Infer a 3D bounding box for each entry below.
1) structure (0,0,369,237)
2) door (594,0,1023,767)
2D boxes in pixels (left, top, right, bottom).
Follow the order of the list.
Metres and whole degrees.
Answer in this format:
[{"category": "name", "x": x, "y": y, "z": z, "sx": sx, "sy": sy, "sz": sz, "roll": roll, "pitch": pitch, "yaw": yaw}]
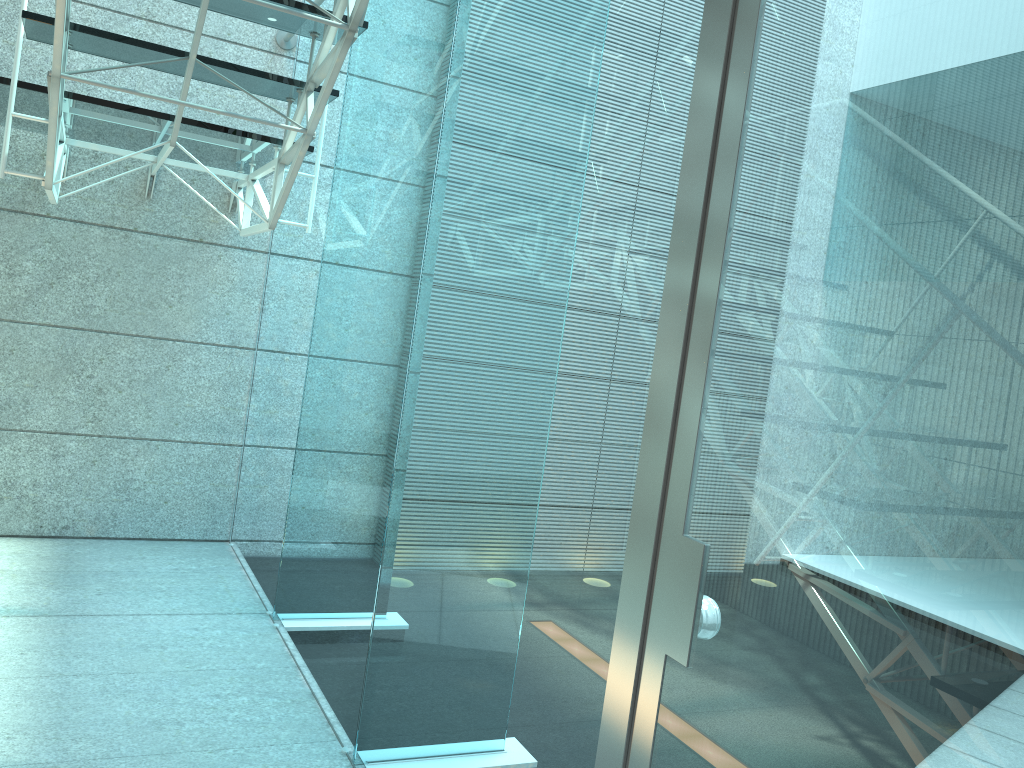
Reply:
[{"category": "structure", "x": -0.902, "y": -2.235, "z": 1.756, "sx": 1.906, "sy": 6.004, "sz": 3.304, "roll": 7, "pitch": 2, "yaw": -26}, {"category": "door", "x": 0.406, "y": -0.006, "z": 0.763, "sx": 0.076, "sy": 2.063, "sz": 0.867, "roll": 8, "pitch": 1, "yaw": -26}]
